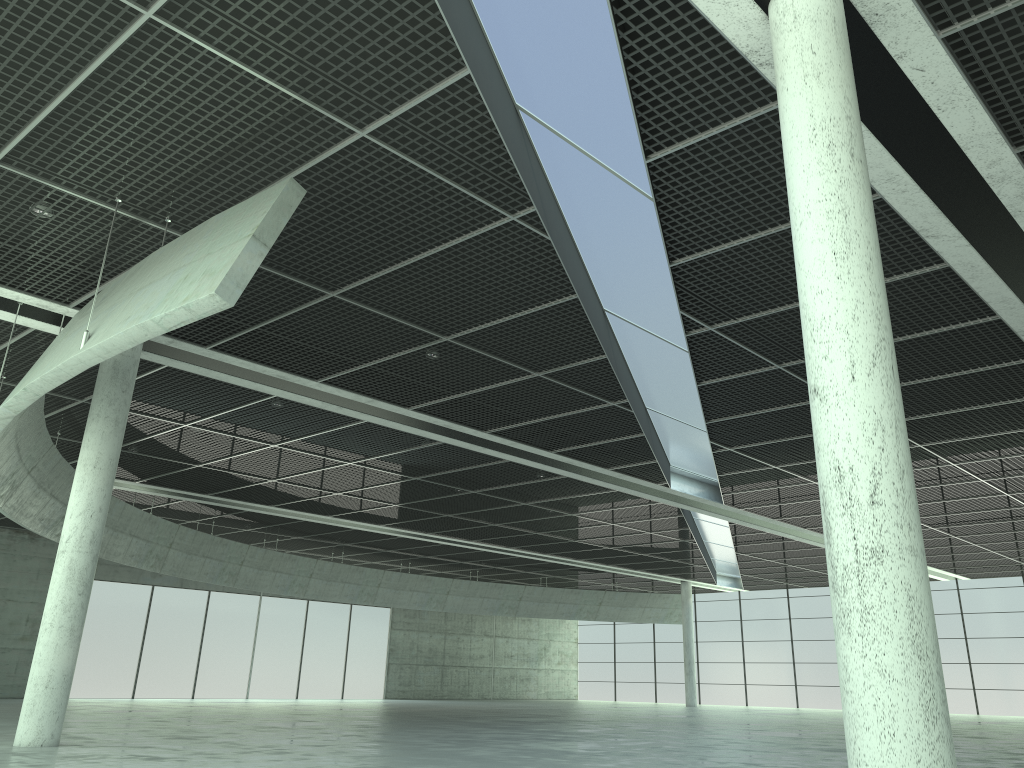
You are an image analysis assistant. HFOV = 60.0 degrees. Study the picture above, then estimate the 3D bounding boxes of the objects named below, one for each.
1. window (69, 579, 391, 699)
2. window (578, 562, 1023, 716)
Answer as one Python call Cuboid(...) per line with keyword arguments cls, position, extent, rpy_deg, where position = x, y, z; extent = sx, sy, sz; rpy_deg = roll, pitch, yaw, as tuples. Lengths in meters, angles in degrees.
Cuboid(cls="window", position=(-24.882, 28.129, 85.532), extent=(0.159, 10.663, 33.512), rpy_deg=(-16, -27, 40))
Cuboid(cls="window", position=(12.043, 14.753, 54.897), extent=(99.608, 16.082, 100.736), rpy_deg=(-16, -27, 39))
